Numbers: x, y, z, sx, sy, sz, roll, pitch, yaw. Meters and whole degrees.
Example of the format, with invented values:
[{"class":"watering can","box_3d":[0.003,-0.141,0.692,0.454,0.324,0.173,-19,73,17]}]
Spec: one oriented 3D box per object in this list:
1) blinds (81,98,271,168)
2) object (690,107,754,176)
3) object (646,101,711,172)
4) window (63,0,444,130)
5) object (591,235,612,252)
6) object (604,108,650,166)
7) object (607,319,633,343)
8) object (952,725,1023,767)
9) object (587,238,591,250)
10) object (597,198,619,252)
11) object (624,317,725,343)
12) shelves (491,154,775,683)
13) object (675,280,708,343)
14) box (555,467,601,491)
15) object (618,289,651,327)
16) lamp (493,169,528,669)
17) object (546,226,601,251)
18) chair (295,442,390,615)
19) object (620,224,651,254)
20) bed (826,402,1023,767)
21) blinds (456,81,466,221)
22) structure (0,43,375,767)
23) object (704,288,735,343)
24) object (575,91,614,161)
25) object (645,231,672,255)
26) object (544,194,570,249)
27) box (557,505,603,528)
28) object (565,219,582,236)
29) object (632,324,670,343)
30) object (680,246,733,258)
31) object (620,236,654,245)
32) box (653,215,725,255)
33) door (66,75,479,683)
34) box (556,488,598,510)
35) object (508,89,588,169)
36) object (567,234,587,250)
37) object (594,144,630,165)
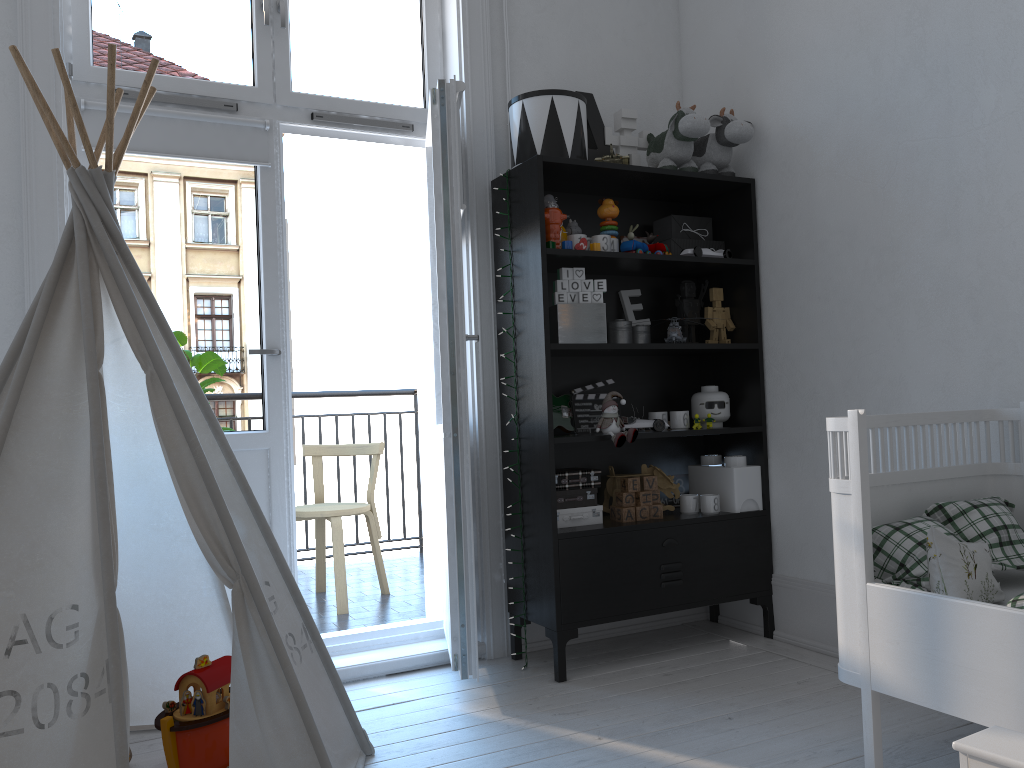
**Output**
[{"class":"blinds","box_3d":[-1.055,-0.793,2.818,0.565,0.158,0.032,-1,-2,-27]},{"class":"object","box_3d":[0.716,-0.867,3.290,0.211,0.253,0.386,-1,-2,-43]},{"class":"object","box_3d":[0.583,-0.863,3.217,0.154,0.253,0.370,-2,-2,-19]},{"class":"window","box_3d":[-0.811,-1.243,2.986,1.263,0.660,0.101,-1,-2,-27]},{"class":"object","box_3d":[0.305,-0.470,3.026,0.067,0.067,0.067,-2,-2,-26]},{"class":"object","box_3d":[0.431,-0.876,3.326,0.190,0.290,0.065,-2,-1,-22]},{"class":"object","box_3d":[0.398,-0.182,3.267,0.095,0.110,0.095,-2,-2,-23]},{"class":"object","box_3d":[0.881,0.746,1.432,0.288,0.245,0.332,-1,-2,-32]},{"class":"object","box_3d":[0.248,-0.467,3.063,0.067,0.067,0.067,-3,-2,37]},{"class":"object","box_3d":[0.337,-0.542,3.089,0.077,0.213,0.077,-2,-1,6]},{"class":"object","box_3d":[0.586,-0.188,3.233,0.368,0.106,0.349,-1,-2,-25]},{"class":"shelves","box_3d":[0.443,0.102,3.168,0.911,1.677,0.353,-2,-2,-27]},{"class":"object","box_3d":[0.679,-0.265,3.341,0.117,0.259,0.081,-2,-2,-27]},{"class":"box","box_3d":[0.172,0.327,3.042,0.215,0.062,0.179,-1,-2,-27]},{"class":"object","box_3d":[0.464,-0.286,3.353,0.107,0.151,0.055,-2,-2,-27]},{"class":"lamp","box_3d":[0.391,0.102,3.212,0.985,1.684,0.095,-1,-2,-30]},{"class":"object","box_3d":[0.138,-0.527,3.039,0.197,0.197,0.318,-1,-2,-31]},{"class":"chair","box_3d":[-0.829,0.634,4.050,0.436,0.715,0.498,-3,-2,18]},{"class":"object","box_3d":[0.436,-0.501,3.138,0.087,0.126,0.121,-4,-2,40]},{"class":"bed","box_3d":[1.355,0.441,1.655,0.670,0.832,1.404,-2,-2,-27]},{"class":"blinds","box_3d":[-0.183,-0.708,2.944,0.032,0.390,0.565,-2,-2,-7]},{"class":"structure","box_3d":[-0.927,0.092,1.992,1.143,1.749,1.143,-3,-2,39]},{"class":"object","box_3d":[0.775,-0.250,3.320,0.114,0.221,0.052,-2,-2,-28]},{"class":"object","box_3d":[0.262,-0.898,3.274,0.343,0.344,0.057,-1,-2,-27]},{"class":"object","box_3d":[0.515,-0.501,3.225,0.122,0.112,0.087,-3,-2,34]},{"class":"object","box_3d":[0.140,-0.534,2.961,0.105,0.203,0.072,-2,-1,-20]},{"class":"box","box_3d":[0.178,0.450,3.038,0.215,0.062,0.179,-1,-2,-27]},{"class":"object","box_3d":[0.219,-0.509,3.165,0.063,0.160,0.063,-4,-2,41]},{"class":"object","box_3d":[0.524,-0.180,3.237,0.078,0.091,0.246,-1,-2,-32]},{"class":"object","box_3d":[0.703,-0.470,3.220,0.230,0.048,0.098,-1,-2,-37]},{"class":"object","box_3d":[0.575,-0.503,3.432,0.347,0.131,0.037,-1,-2,-27]},{"class":"box","box_3d":[0.668,-0.535,3.362,0.251,0.189,0.179,-1,-2,-27]},{"class":"door","box_3d":[-0.656,-0.006,2.733,1.263,1.838,0.637,-2,-2,-25]},{"class":"box","box_3d":[0.158,0.389,3.031,0.215,0.062,0.179,-1,-2,-27]},{"class":"object","box_3d":[0.127,-0.856,3.120,0.272,0.259,0.395,-2,-2,1]},{"class":"object","box_3d":[0.221,-0.467,2.999,0.067,0.067,0.067,-2,-2,-26]},{"class":"object","box_3d":[0.352,-0.785,3.109,0.121,0.100,0.338,-3,-2,8]}]
